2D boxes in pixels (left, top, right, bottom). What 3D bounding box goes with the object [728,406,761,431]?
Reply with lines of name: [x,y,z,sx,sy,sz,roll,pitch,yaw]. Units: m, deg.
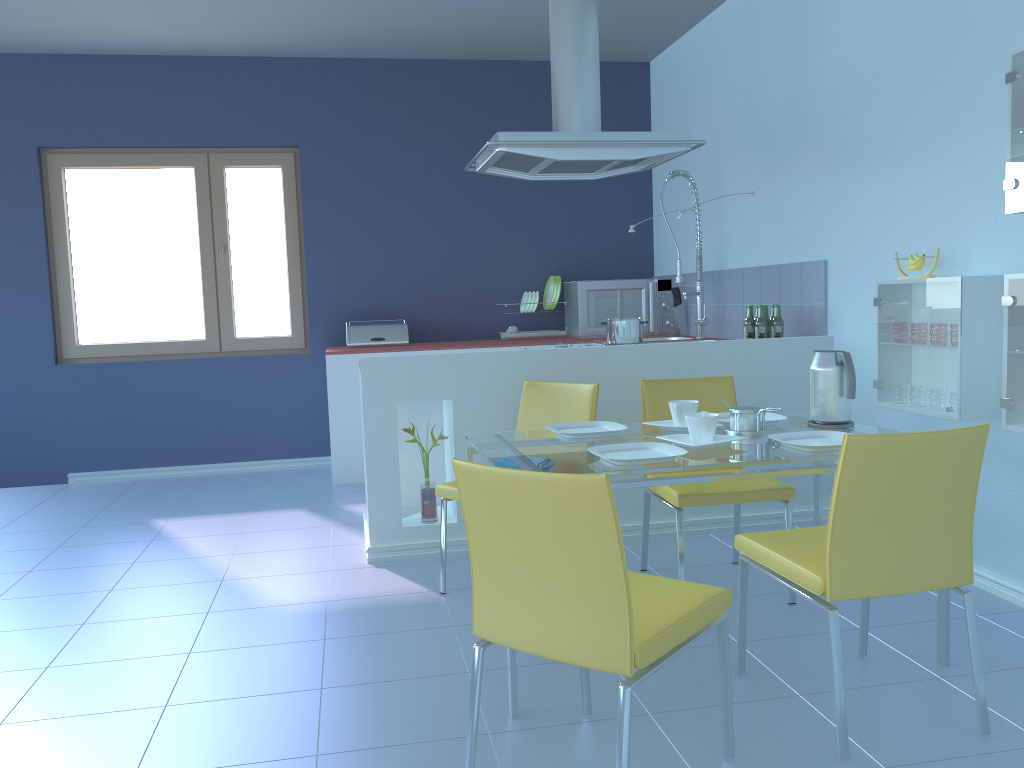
object: [0.666,0.105,2.533,0.087,0.071,0.090,3,7,44]

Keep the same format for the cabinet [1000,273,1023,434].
cabinet: [1.527,-0.074,2.351,0.173,0.450,0.450,-3,5,-10]

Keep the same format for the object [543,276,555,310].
object: [0.235,-0.576,5.605,0.053,0.214,0.220,-3,6,-14]

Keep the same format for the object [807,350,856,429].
object: [0.956,0.013,2.639,0.146,0.222,0.132,1,6,32]

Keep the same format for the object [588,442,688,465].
object: [0.313,0.176,2.224,0.228,0.020,0.228,-3,6,-14]

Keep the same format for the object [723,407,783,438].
object: [0.674,0.106,2.513,0.123,0.081,0.166,-4,6,-19]

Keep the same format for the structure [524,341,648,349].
structure: [0.311,-0.153,3.885,0.600,0.047,0.500,-3,5,-10]

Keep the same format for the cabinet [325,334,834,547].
cabinet: [0.118,0.157,4.662,2.139,0.800,2.200,-3,5,-10]

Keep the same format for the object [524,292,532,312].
object: [0.100,-0.514,5.576,0.039,0.136,0.140,-3,6,-15]

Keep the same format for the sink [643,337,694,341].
sink: [0.792,-0.167,5.024,0.428,0.172,0.326,-3,5,-10]

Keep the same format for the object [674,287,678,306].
object: [0.990,-0.445,5.304,0.038,0.265,0.019,-2,5,-1]

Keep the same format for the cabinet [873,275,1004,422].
cabinet: [1.411,-0.128,2.969,0.173,0.450,0.450,-3,5,-10]

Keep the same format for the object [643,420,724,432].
object: [0.518,0.129,2.661,0.194,0.020,0.190,-4,6,-19]

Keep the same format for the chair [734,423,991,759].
chair: [0.815,0.420,2.098,0.387,0.695,0.484,-3,5,-13]

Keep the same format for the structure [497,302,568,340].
structure: [0.130,-0.399,5.592,0.408,0.225,0.194,-3,6,-14]

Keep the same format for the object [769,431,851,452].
object: [0.802,0.151,2.314,0.228,0.020,0.228,-3,6,-14]

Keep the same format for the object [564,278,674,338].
object: [0.674,-0.481,5.616,0.611,0.350,0.367,-3,5,-10]

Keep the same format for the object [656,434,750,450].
object: [0.508,0.154,2.392,0.194,0.020,0.190,-5,6,-29]

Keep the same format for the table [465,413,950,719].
table: [0.504,0.449,2.521,1.173,0.590,0.730,-3,5,-10]

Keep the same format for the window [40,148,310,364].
window: [-2.007,-0.783,5.368,1.475,1.263,0.142,-3,5,-10]

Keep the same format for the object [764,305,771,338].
object: [1.118,-0.255,3.919,0.052,0.187,0.052,-1,5,8]

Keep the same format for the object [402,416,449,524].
object: [-0.341,0.340,3.516,0.229,0.423,0.067,0,6,20]

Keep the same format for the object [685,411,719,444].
object: [0.516,0.122,2.377,0.111,0.083,0.091,-6,7,-38]

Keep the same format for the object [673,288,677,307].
object: [0.985,-0.447,5.327,0.038,0.265,0.019,-2,5,-1]

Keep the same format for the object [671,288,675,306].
object: [0.981,-0.449,5.348,0.037,0.265,0.019,-4,6,-20]

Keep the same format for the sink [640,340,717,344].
sink: [0.879,-0.126,4.559,0.428,0.172,0.326,-3,5,-10]

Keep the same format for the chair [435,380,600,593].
chair: [0.042,0.356,3.070,0.387,0.695,0.484,3,7,43]

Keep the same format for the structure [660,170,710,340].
structure: [0.944,-0.697,4.772,0.178,0.920,0.308,-3,5,-12]

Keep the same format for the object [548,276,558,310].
object: [0.255,-0.577,5.610,0.053,0.214,0.220,-3,6,-14]

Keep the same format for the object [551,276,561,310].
object: [0.275,-0.578,5.614,0.053,0.214,0.220,-3,6,-14]

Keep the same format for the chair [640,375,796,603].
chair: [0.670,0.340,3.006,0.387,0.695,0.484,-3,5,-8]

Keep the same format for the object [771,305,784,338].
object: [1.157,-0.251,3.864,0.052,0.187,0.052,-1,5,8]

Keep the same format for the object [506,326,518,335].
object: [0.001,-0.326,5.617,0.083,0.082,0.097,0,6,23]

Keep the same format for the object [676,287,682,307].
object: [0.994,-0.443,5.280,0.037,0.265,0.019,-2,5,-1]

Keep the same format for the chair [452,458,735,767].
chair: [0.167,0.471,1.796,0.387,0.695,0.484,2,7,38]

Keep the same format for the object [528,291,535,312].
object: [0.123,-0.515,5.582,0.039,0.136,0.140,-3,6,-15]

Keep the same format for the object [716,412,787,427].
object: [0.725,0.111,2.761,0.228,0.020,0.228,-3,5,-9]

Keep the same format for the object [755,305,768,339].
object: [1.088,-0.249,3.868,0.052,0.187,0.052,-1,5,8]

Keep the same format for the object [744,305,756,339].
object: [1.061,-0.257,3.952,0.052,0.190,0.052,3,7,44]

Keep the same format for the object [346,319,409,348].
object: [-0.815,-0.305,5.355,0.364,0.153,0.235,-3,5,-10]

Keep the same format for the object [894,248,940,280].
object: [1.391,-0.411,3.054,0.077,0.100,0.203,-4,6,-18]

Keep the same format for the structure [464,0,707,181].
structure: [0.267,-1.393,3.761,0.895,0.962,0.695,-3,5,-10]

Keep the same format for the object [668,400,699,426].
object: [0.510,0.095,2.671,0.111,0.083,0.091,-5,6,-28]

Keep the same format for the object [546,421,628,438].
object: [0.222,0.139,2.661,0.228,0.020,0.228,-3,6,-14]

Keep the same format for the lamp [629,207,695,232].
lamp: [0.863,-0.948,5.114,0.400,0.134,0.037,-3,5,-10]

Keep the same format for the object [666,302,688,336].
object: [0.985,-0.388,5.316,0.109,0.200,0.100,-3,5,-10]

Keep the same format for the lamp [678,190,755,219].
lamp: [1.003,-0.883,4.363,0.400,0.134,0.037,-3,5,-10]

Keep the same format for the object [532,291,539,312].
object: [0.147,-0.516,5.588,0.039,0.136,0.140,-3,6,-15]

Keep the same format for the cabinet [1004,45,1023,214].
cabinet: [1.505,-0.691,2.293,0.173,0.450,0.450,-3,5,-10]

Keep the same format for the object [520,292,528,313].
object: [0.077,-0.512,5.571,0.039,0.136,0.140,-3,6,-15]

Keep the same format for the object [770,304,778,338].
object: [1.169,-0.261,3.951,0.052,0.190,0.052,3,7,44]

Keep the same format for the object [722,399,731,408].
object: [0.644,0.085,2.554,0.077,0.079,0.023,3,8,44]

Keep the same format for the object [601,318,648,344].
object: [0.483,-0.228,3.800,0.170,0.106,0.157,-5,6,-27]

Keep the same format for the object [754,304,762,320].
object: [1.111,-0.263,3.993,0.052,0.190,0.052,3,7,44]
